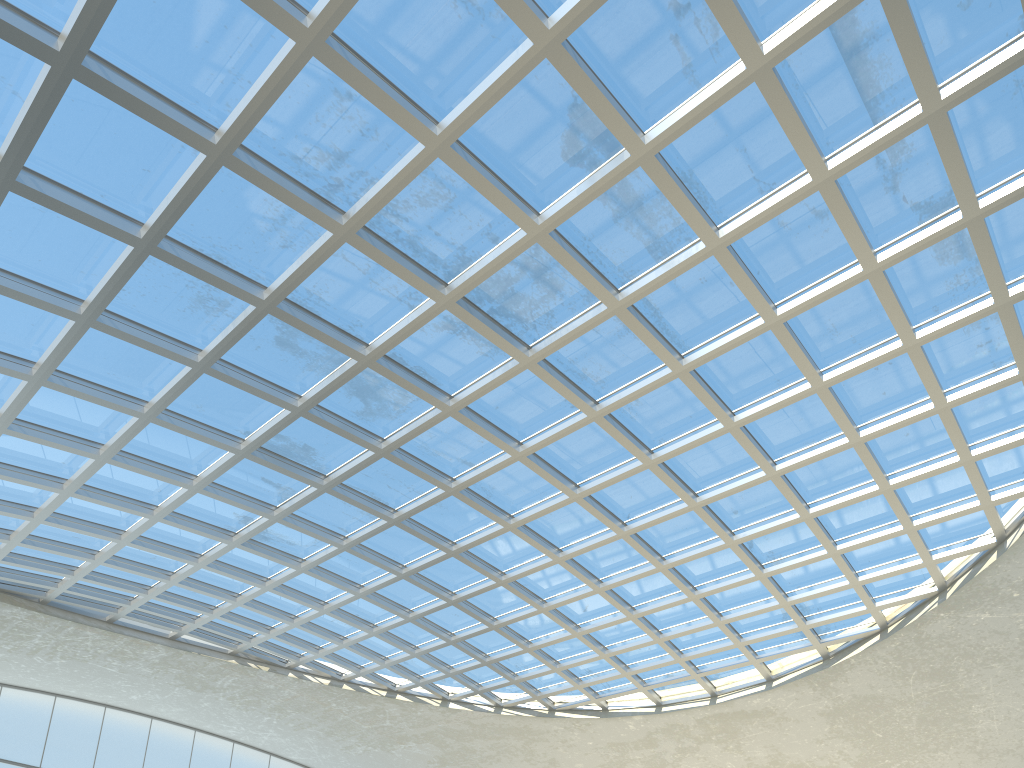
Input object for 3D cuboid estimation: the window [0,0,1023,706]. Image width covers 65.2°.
[{"bbox_3d":[-6.028,9.032,48.769,83.584,9.565,87.176,-26,-46,33],"label":"window"}]
